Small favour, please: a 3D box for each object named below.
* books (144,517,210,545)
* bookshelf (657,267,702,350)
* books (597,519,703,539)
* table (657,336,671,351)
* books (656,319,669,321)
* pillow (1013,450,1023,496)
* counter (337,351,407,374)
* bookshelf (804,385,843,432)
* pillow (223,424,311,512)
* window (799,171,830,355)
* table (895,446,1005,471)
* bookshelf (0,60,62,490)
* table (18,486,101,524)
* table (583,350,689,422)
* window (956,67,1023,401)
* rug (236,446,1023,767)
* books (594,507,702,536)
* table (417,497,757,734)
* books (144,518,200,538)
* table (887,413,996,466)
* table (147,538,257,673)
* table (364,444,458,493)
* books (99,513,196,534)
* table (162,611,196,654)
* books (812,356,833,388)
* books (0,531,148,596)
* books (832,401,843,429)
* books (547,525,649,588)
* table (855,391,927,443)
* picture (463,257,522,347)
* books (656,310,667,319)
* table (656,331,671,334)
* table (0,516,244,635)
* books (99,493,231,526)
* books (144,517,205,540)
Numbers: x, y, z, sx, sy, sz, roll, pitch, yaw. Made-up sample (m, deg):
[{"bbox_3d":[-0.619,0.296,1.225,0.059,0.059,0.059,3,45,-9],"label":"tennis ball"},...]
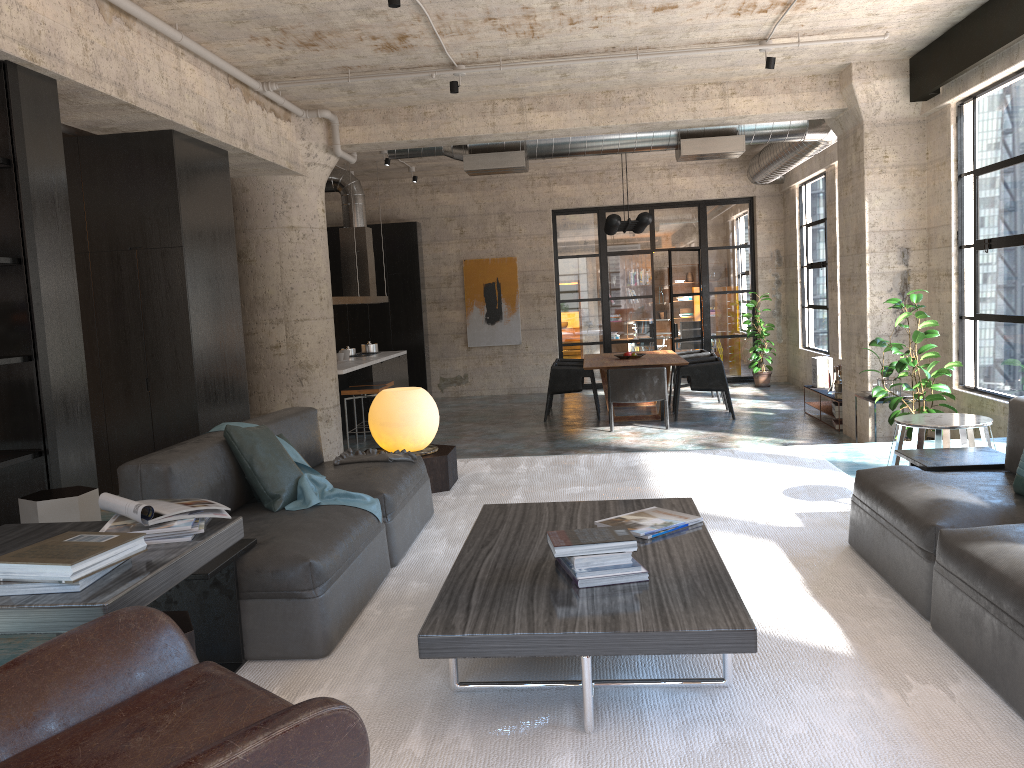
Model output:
[{"bbox_3d":[-1.061,0.436,2.666,0.252,0.011,0.318,-4,6,-8],"label":"books"},{"bbox_3d":[3.574,-1.684,21.200,3.034,2.179,0.366,-3,6,5],"label":"bookshelf"},{"bbox_3d":[0.526,0.530,3.376,0.318,0.011,0.252,-8,7,-40],"label":"books"},{"bbox_3d":[3.401,-0.584,17.526,1.800,0.721,0.800,-3,6,5],"label":"table"},{"bbox_3d":[3.580,-1.537,21.197,0.335,0.033,0.284,-3,6,5],"label":"books"},{"bbox_3d":[1.866,0.232,2.805,0.349,0.466,1.042,-2,6,16],"label":"pillow"},{"bbox_3d":[-2.263,-0.289,11.868,1.000,0.046,3.500,-3,6,5],"label":"counter"},{"bbox_3d":[3.820,0.264,10.478,0.350,0.347,1.600,-3,6,5],"label":"bookshelf"},{"bbox_3d":[-1.021,0.337,3.977,0.320,0.393,0.670,-2,6,12],"label":"pillow"},{"bbox_3d":[4.715,-2.044,15.992,0.081,2.530,7.902,-3,6,5],"label":"window"},{"bbox_3d":[2.017,0.518,4.004,0.420,0.390,0.413,-3,6,5],"label":"table"},{"bbox_3d":[-2.955,-0.234,3.347,0.628,2.571,2.900,-3,6,5],"label":"bookshelf"},{"bbox_3d":[-2.297,0.725,4.529,0.365,0.340,0.316,1,7,35],"label":"table"},{"bbox_3d":[1.650,0.020,12.134,1.299,0.756,2.410,-3,6,5],"label":"table"},{"bbox_3d":[3.919,-1.129,7.041,0.081,2.530,1.780,-3,6,5],"label":"window"},{"bbox_3d":[0.360,0.909,2.829,2.954,0.032,7.768,-3,6,5],"label":"rug"},{"bbox_3d":[0.517,0.520,3.375,0.318,0.011,0.252,-7,7,-35],"label":"books"},{"bbox_3d":[0.266,0.734,3.110,0.900,0.309,1.500,-3,6,5],"label":"table"},{"bbox_3d":[-1.072,0.415,2.663,0.252,0.011,0.318,-5,6,-18],"label":"books"},{"bbox_3d":[2.187,0.413,4.503,0.620,0.472,0.620,-2,6,8],"label":"table"},{"bbox_3d":[-1.144,0.785,3.060,0.420,0.390,0.413,-3,6,5],"label":"table"},{"bbox_3d":[-0.708,0.579,5.682,0.616,0.230,1.044,-3,6,5],"label":"table"},{"bbox_3d":[-1.075,0.406,2.654,0.252,0.011,0.318,-4,6,-13],"label":"books"},{"bbox_3d":[-1.048,0.855,2.474,0.316,0.340,0.365,-6,6,-25],"label":"table"},{"bbox_3d":[3.858,-0.149,11.030,0.191,0.362,0.277,-3,6,5],"label":"books"},{"bbox_3d":[-1.117,0.447,2.247,0.278,0.075,0.320,-2,6,10],"label":"books"},{"bbox_3d":[3.755,0.348,9.959,0.274,0.263,0.393,-2,6,15],"label":"books"},{"bbox_3d":[0.255,0.544,2.861,0.279,0.116,0.322,-4,6,-10],"label":"books"},{"bbox_3d":[3.510,0.391,8.242,0.450,0.563,0.600,-3,6,5],"label":"table"},{"bbox_3d":[-0.338,-1.404,15.236,0.928,1.494,0.029,-3,6,5],"label":"picture"},{"bbox_3d":[3.576,-1.642,21.187,0.249,0.218,0.204,-3,6,5],"label":"books"},{"bbox_3d":[3.358,-0.765,19.414,1.800,0.721,0.800,-3,6,5],"label":"table"},{"bbox_3d":[-1.268,0.759,2.473,0.800,0.570,0.800,-3,6,5],"label":"table"},{"bbox_3d":[-1.070,0.385,2.732,0.322,0.109,0.273,2,8,45],"label":"books"},{"bbox_3d":[-1.061,0.424,2.680,0.252,0.011,0.318,-5,6,-18],"label":"books"}]
